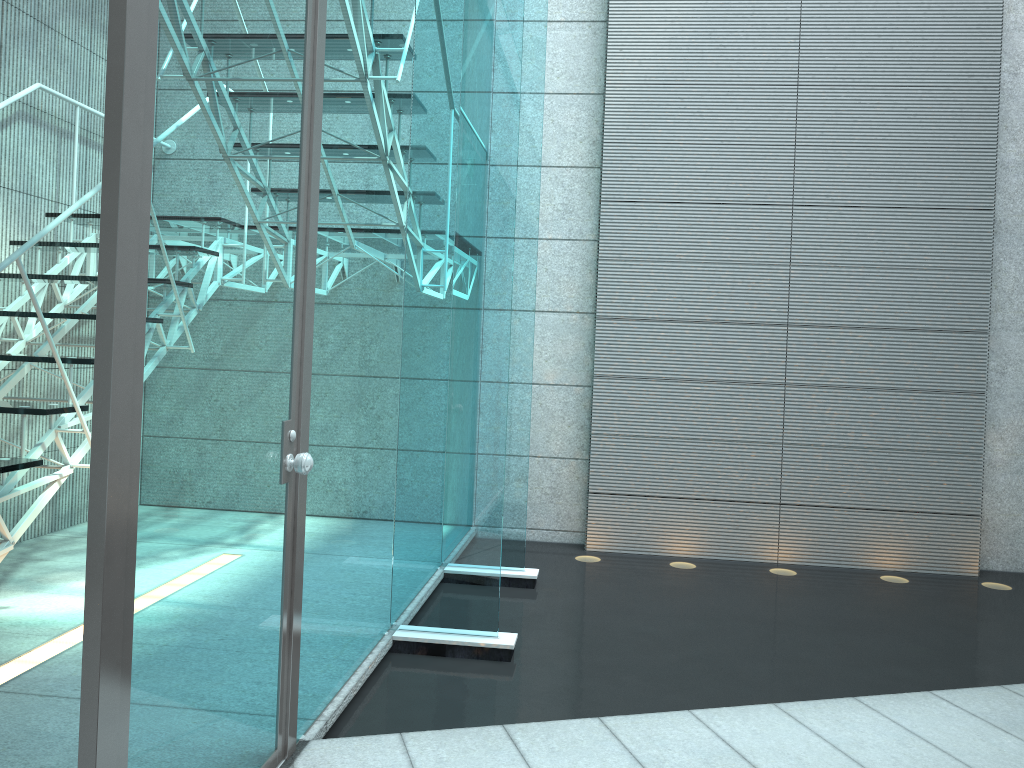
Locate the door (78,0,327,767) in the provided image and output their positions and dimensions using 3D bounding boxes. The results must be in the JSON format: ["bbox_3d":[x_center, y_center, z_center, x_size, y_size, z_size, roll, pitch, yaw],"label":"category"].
[{"bbox_3d":[-0.516,-0.133,1.709,0.076,2.064,0.865,2,0,6],"label":"door"}]

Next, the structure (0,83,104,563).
[{"bbox_3d":[-1.231,-2.199,3.434,1.910,6.007,3.296,2,1,6],"label":"structure"}]
